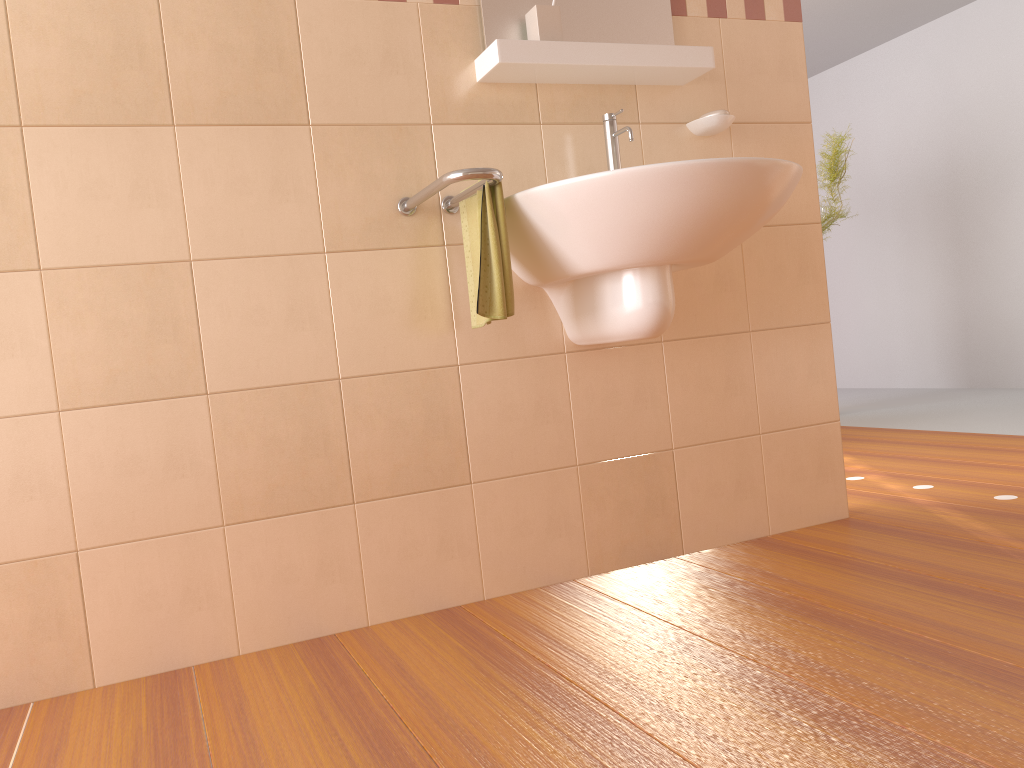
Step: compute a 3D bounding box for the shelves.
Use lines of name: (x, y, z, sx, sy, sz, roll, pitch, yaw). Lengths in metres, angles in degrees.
shelves: (0.196, -0.736, 2.044, 0.554, 0.050, 0.138, -7, 3, -23)

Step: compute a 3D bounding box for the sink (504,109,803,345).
sink: (0.315, -0.357, 1.876, 0.683, 0.516, 0.539, -7, 3, -23)

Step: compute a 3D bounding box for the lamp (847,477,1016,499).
lamp: (0.029, 0.493, 1.609, 3.173, 0.001, 2.893, -7, 3, -23)

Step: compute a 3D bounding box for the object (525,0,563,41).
object: (0.074, -0.820, 1.985, 0.063, 0.149, 0.073, -7, 3, -23)

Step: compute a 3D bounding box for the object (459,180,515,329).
object: (-0.052, -0.272, 1.826, 0.085, 0.306, 0.181, -7, 2, -6)

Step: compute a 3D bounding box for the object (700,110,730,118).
object: (0.501, -0.662, 2.195, 0.075, 0.023, 0.050, -5, 3, 32)

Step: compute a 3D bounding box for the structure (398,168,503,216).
structure: (-0.120, -0.393, 1.803, 0.142, 0.042, 0.333, -7, 3, -23)

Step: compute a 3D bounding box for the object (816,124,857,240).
object: (1.643, -0.601, 4.884, 0.683, 1.557, 1.335, -6, 2, 10)

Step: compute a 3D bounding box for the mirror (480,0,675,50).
mirror: (0.129, -1.166, 2.074, 0.502, 0.799, 0.008, -7, 3, -23)

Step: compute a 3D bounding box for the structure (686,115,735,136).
structure: (0.502, -0.640, 2.195, 0.117, 0.029, 0.092, -7, 3, -23)
